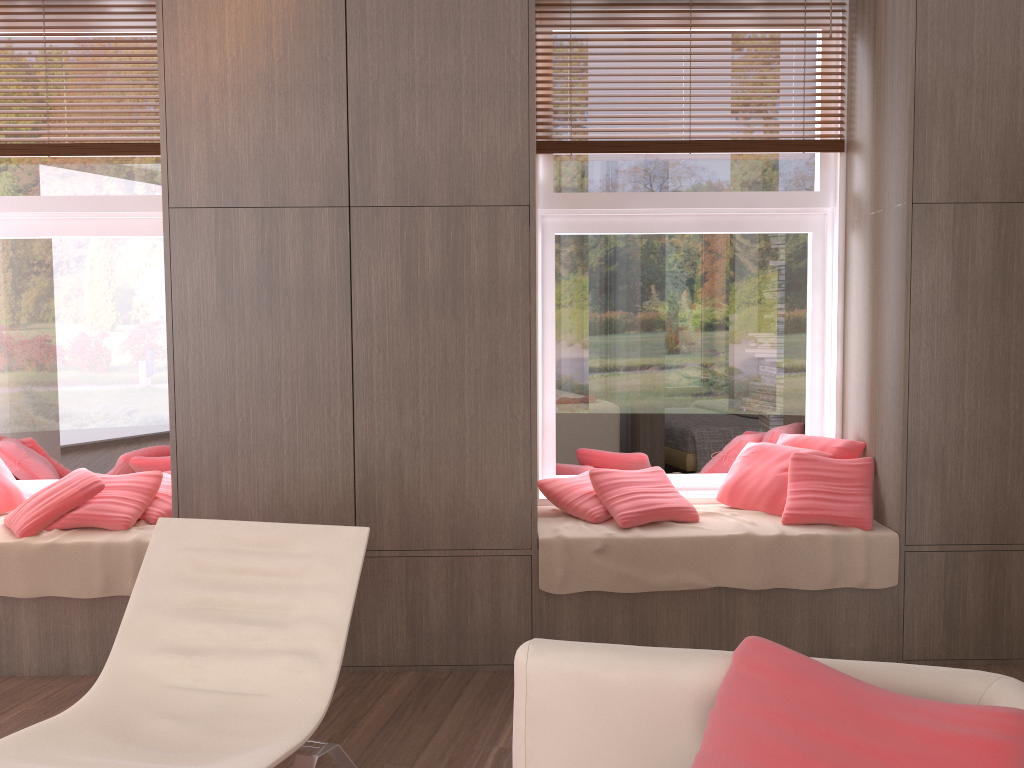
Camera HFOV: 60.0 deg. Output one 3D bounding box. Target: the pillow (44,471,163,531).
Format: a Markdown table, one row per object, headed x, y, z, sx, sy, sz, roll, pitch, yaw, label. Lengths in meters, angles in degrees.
| x | y | z | sx | sy | sz | roll | pitch | yaw | label |
| --- | --- | --- | --- | --- | --- | --- | --- | --- | --- |
| -1.700 | 0.487 | 3.716 | 0.403 | 0.200 | 0.354 | 0 | 4 | 8 | pillow |

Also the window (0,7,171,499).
| x | y | z | sx | sy | sz | roll | pitch | yaw | label |
| --- | --- | --- | --- | --- | --- | --- | --- | --- | --- |
| -2.026 | -0.547 | 4.021 | 1.407 | 2.229 | 0.160 | 0 | 4 | -1 | window |

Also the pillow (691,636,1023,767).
| x | y | z | sx | sy | sz | roll | pitch | yaw | label |
| --- | --- | --- | --- | --- | --- | --- | --- | --- | --- |
| 0.444 | 0.640 | 1.304 | 0.379 | 0.377 | 0.498 | -4 | 5 | -43 | pillow |

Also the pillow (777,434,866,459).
| x | y | z | sx | sy | sz | roll | pitch | yaw | label |
| --- | --- | --- | --- | --- | --- | --- | --- | --- | --- |
| 1.302 | 0.399 | 3.906 | 0.193 | 0.334 | 0.484 | -3 | 5 | -37 | pillow |

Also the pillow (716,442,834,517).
| x | y | z | sx | sy | sz | roll | pitch | yaw | label |
| --- | --- | --- | --- | --- | --- | --- | --- | --- | --- |
| 1.126 | 0.411 | 3.882 | 0.270 | 0.279 | 0.485 | -4 | 5 | -42 | pillow |

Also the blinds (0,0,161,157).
| x | y | z | sx | sy | sz | roll | pitch | yaw | label |
| --- | --- | --- | --- | --- | --- | --- | --- | --- | --- |
| -2.033 | -1.566 | 3.848 | 1.373 | 1.142 | 0.042 | 0 | 4 | -1 | blinds |

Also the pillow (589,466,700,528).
| x | y | z | sx | sy | sz | roll | pitch | yaw | label |
| --- | --- | --- | --- | --- | --- | --- | --- | --- | --- |
| 0.548 | 0.469 | 3.735 | 0.403 | 0.200 | 0.354 | -2 | 4 | -23 | pillow |

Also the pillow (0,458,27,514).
| x | y | z | sx | sy | sz | roll | pitch | yaw | label |
| --- | --- | --- | --- | --- | --- | --- | --- | --- | --- |
| -2.373 | 0.438 | 3.871 | 0.270 | 0.279 | 0.485 | 1 | 4 | 26 | pillow |

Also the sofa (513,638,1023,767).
| x | y | z | sx | sy | sz | roll | pitch | yaw | label |
| --- | --- | --- | --- | --- | --- | --- | --- | --- | --- |
| 0.216 | 0.923 | 0.575 | 0.919 | 0.751 | 2.204 | 0 | 4 | 12 | sofa |

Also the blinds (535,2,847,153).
| x | y | z | sx | sy | sz | roll | pitch | yaw | label |
| --- | --- | --- | --- | --- | --- | --- | --- | --- | --- |
| 0.784 | -1.591 | 3.884 | 1.373 | 1.138 | 0.042 | 0 | 4 | -1 | blinds |

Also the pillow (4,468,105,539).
| x | y | z | sx | sy | sz | roll | pitch | yaw | label |
| --- | --- | --- | --- | --- | --- | --- | --- | --- | --- |
| -1.896 | 0.484 | 3.679 | 0.356 | 0.234 | 0.389 | -4 | 5 | -40 | pillow |

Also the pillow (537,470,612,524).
| x | y | z | sx | sy | sz | roll | pitch | yaw | label |
| --- | --- | --- | --- | --- | --- | --- | --- | --- | --- |
| 0.352 | 0.488 | 3.864 | 0.397 | 0.150 | 0.373 | -4 | 5 | -44 | pillow |

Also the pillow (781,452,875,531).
| x | y | z | sx | sy | sz | roll | pitch | yaw | label |
| --- | --- | --- | --- | --- | --- | --- | --- | --- | --- |
| 1.298 | 0.436 | 3.634 | 0.357 | 0.278 | 0.264 | 1 | 4 | 20 | pillow |

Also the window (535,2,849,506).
| x | y | z | sx | sy | sz | roll | pitch | yaw | label |
| --- | --- | --- | --- | --- | --- | --- | --- | --- | --- |
| 0.787 | -0.570 | 4.049 | 1.407 | 2.229 | 0.160 | 0 | 4 | -1 | window |

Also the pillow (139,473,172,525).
| x | y | z | sx | sy | sz | roll | pitch | yaw | label |
| --- | --- | --- | --- | --- | --- | --- | --- | --- | --- |
| -1.545 | 0.501 | 3.893 | 0.397 | 0.150 | 0.373 | 2 | 4 | 28 | pillow |

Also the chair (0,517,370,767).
| x | y | z | sx | sy | sz | roll | pitch | yaw | label |
| --- | --- | --- | --- | --- | --- | --- | --- | --- | --- |
| -0.843 | 0.824 | 2.289 | 0.739 | 0.767 | 0.860 | 0 | 4 | 12 | chair |
